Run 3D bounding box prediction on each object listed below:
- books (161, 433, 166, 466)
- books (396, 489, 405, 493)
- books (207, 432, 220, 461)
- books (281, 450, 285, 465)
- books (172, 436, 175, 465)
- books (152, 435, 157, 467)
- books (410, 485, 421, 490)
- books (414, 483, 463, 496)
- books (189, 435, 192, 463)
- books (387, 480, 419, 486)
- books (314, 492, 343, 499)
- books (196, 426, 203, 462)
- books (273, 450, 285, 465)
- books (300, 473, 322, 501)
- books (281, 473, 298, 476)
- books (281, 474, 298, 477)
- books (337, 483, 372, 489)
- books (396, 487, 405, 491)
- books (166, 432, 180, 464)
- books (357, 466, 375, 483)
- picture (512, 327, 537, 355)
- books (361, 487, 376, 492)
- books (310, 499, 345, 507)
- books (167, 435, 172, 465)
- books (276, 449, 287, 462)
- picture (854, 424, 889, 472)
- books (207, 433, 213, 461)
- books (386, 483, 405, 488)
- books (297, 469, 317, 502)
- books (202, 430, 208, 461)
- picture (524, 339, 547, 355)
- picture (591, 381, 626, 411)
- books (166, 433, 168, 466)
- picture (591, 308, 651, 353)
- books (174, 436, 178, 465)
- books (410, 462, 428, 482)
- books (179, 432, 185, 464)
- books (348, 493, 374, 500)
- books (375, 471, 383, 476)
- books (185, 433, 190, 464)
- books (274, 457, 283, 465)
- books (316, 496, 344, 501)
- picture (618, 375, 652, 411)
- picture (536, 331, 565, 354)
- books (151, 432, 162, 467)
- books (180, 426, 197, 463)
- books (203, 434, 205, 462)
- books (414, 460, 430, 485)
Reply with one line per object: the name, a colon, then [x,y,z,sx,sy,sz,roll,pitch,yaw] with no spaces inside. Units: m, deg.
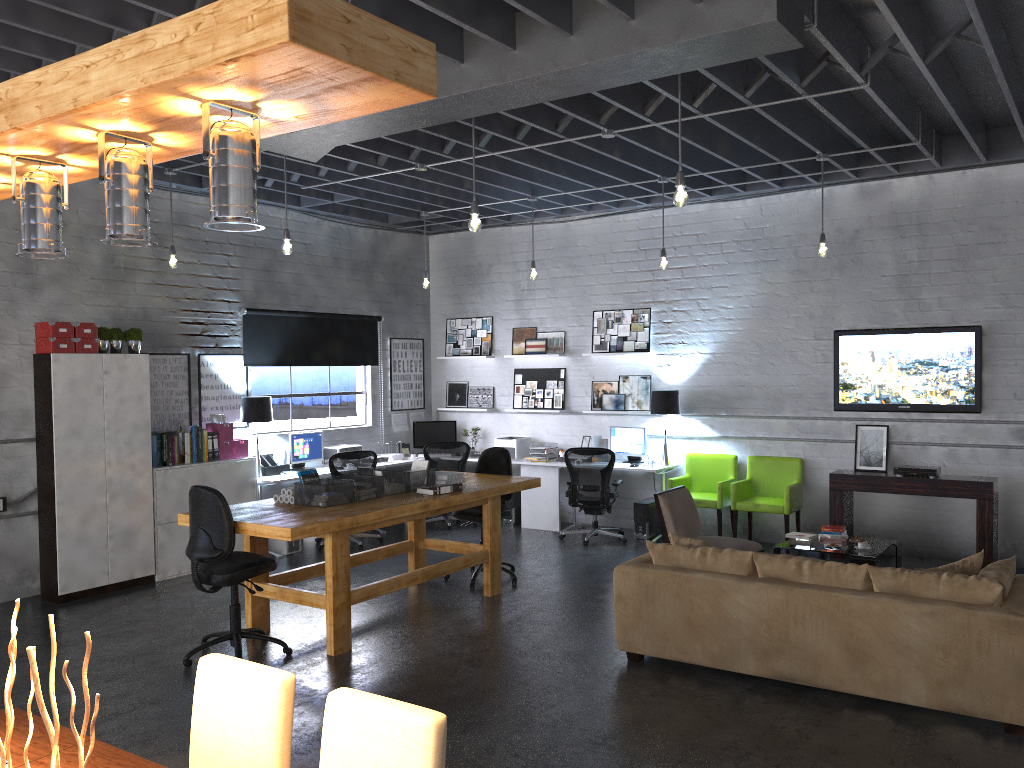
books: [-3.261,0.602,8.183,0.182,0.302,0.034,0,2,34]
books: [-0.979,0.830,6.893,0.248,0.021,0.176,0,1,35]
books: [-2.964,0.607,8.672,0.220,0.271,0.082,0,2,34]
books: [-2.501,0.833,9.517,0.173,0.243,0.026,0,2,34]
books: [-3.203,0.618,8.268,0.161,0.266,0.026,0,2,34]
books: [-3.316,0.612,8.099,0.174,0.286,0.045,0,2,34]
books: [-0.839,0.814,7.074,0.249,0.031,0.184,0,1,36]
books: [-0.575,0.805,6.863,0.244,0.067,0.298,0,1,44]
books: [-3.107,0.614,8.422,0.161,0.266,0.027,0,2,34]
books: [-0.849,0.788,7.072,0.233,0.022,0.184,0,1,32]
books: [-1.302,0.795,6.318,0.127,0.022,0.181,0,1,29]
books: [-3.054,0.575,8.507,0.197,0.339,0.065,0,2,34]
books: [-2.504,0.834,9.514,0.172,0.243,0.026,0,2,34]
books: [-1.434,0.751,6.380,0.097,0.209,0.157,0,2,34]
books: [-2.314,0.942,9.298,0.158,0.012,0.209,-1,1,-33]
books: [-2.313,0.953,9.295,0.158,0.012,0.213,-1,1,-31]
books: [-1.175,0.760,6.607,0.232,0.027,0.184,-1,1,6]
books: [-0.979,0.810,6.892,0.248,0.021,0.176,0,1,34]
books: [-3.179,0.600,8.315,0.159,0.299,0.026,0,2,34]
books: [-1.105,0.738,6.775,0.158,0.214,0.063,0,2,34]
picture: [0.150,-0.529,11.006,0.355,0.343,0.042,0,2,34]
books: [-1.164,0.784,6.606,0.250,0.022,0.205,0,1,39]
books: [-1.299,0.841,6.322,0.155,0.029,0.225,0,1,34]
books: [-3.229,0.614,8.246,0.167,0.275,0.037,0,2,34]
books: [-2.487,0.830,9.540,0.179,0.248,0.026,0,2,34]
picture: [3.534,0.631,8.717,0.308,0.457,0.092,0,2,34]
books: [-2.998,0.610,8.622,0.219,0.267,0.060,1,2,39]
books: [-0.979,0.790,6.891,0.248,0.021,0.176,0,1,34]
books: [-1.453,0.739,6.410,0.108,0.234,0.166,0,2,34]
books: [-3.000,0.594,8.561,0.159,0.299,0.026,0,2,34]
picture: [0.289,-0.455,10.893,0.311,0.196,0.029,0,2,34]
picture: [1.125,0.137,10.358,0.452,0.345,0.054,0,2,34]
books: [-3.261,0.601,8.224,0.182,0.302,0.034,0,2,34]
picture: [1.256,-0.610,10.241,0.749,0.503,0.058,0,2,34]
books: [-3.186,0.617,8.289,0.161,0.266,0.027,0,2,34]
books: [-0.762,0.734,7.193,0.158,0.200,0.082,0,2,34]
books: [-3.154,0.602,8.349,0.170,0.293,0.057,0,2,34]
books: [-1.166,0.833,6.607,0.250,0.031,0.185,0,1,31]
books: [-1.031,0.751,6.762,0.143,0.188,0.061,0,2,34]
books: [-3.122,0.605,8.389,0.174,0.286,0.045,0,2,34]
books: [-2.494,0.867,9.480,0.134,0.176,0.020,0,2,34]
books: [-1.296,0.816,6.320,0.141,0.021,0.203,0,1,35]
picture: [1.407,0.105,10.175,0.410,0.409,0.047,0,2,34]
picture: [0.467,-0.496,10.789,0.410,0.277,0.036,0,2,34]
books: [-3.306,0.600,8.156,0.180,0.310,0.060,0,2,34]
books: [-3.084,0.573,8.455,0.176,0.346,0.053,0,2,34]
books: [-3.018,0.611,8.542,0.161,0.266,0.026,0,2,34]
books: [-0.742,0.727,7.216,0.171,0.210,0.046,0,2,34]
